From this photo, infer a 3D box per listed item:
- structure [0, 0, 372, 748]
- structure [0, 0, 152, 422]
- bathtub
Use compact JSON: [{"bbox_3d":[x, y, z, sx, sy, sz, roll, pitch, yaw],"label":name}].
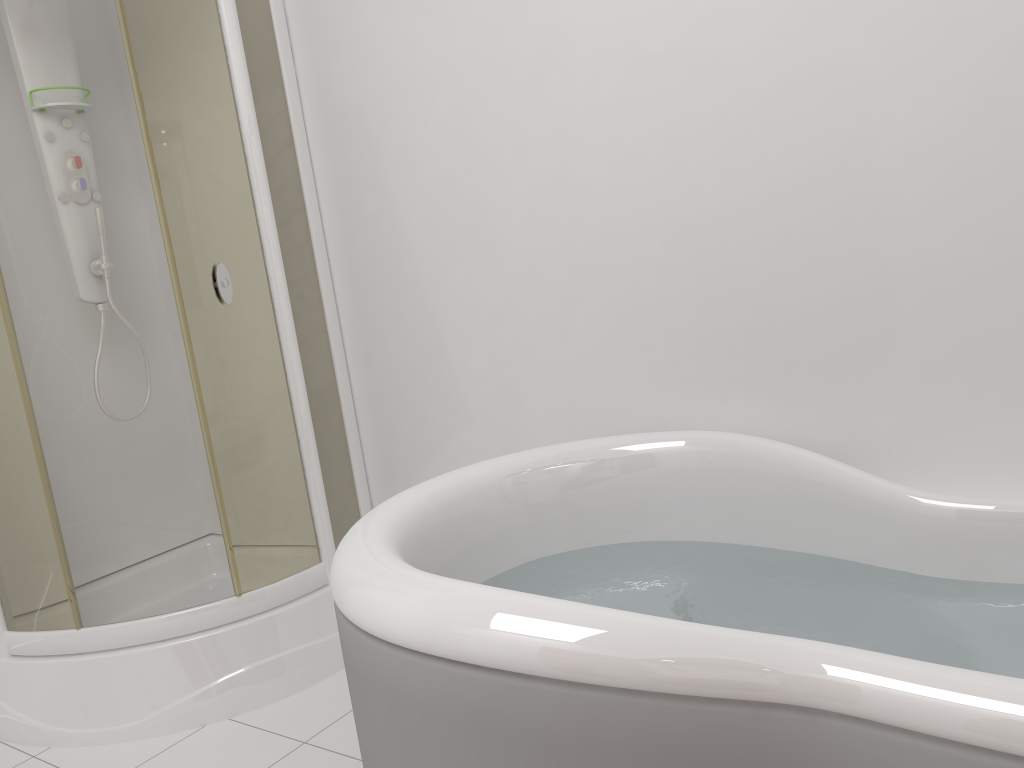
[{"bbox_3d":[-1.122,-0.225,2.490,0.933,2.234,0.932,-2,10,36],"label":"structure"},{"bbox_3d":[-1.200,-0.545,2.623,0.358,1.343,0.201,-2,10,36],"label":"structure"},{"bbox_3d":[0.580,0.501,1.388,1.863,0.674,1.055,-2,10,36],"label":"bathtub"}]
